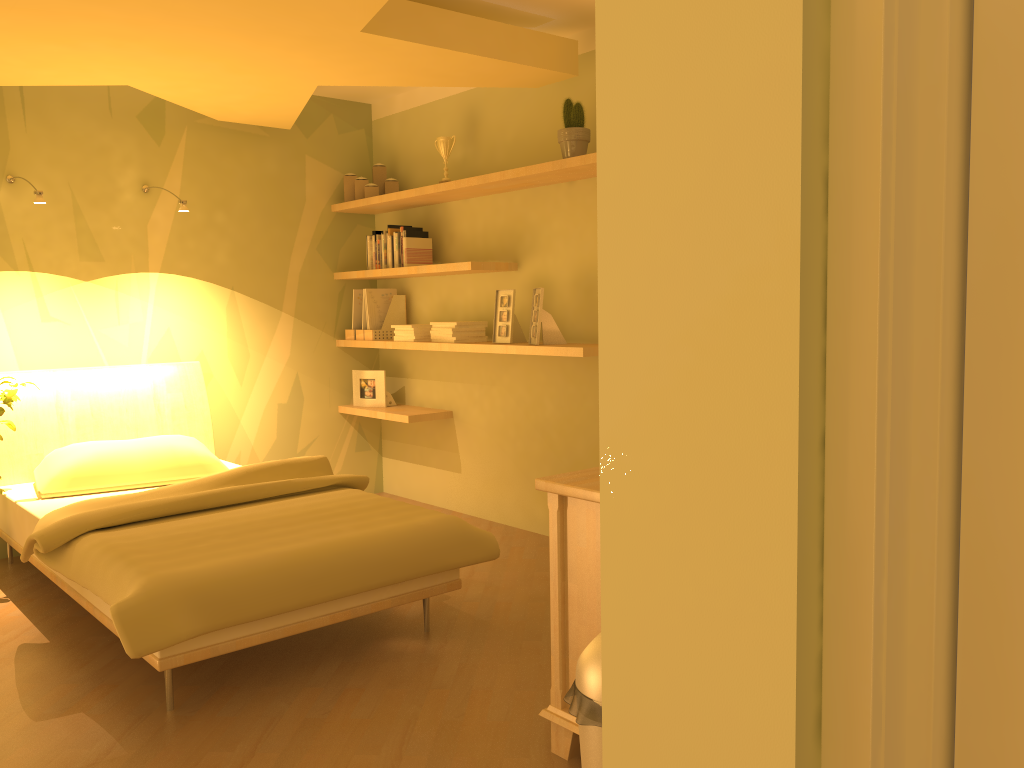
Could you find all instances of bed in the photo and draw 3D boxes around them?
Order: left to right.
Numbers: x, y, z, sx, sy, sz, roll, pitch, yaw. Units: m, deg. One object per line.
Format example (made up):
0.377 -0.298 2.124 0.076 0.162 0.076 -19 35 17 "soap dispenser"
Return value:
-1.303 0.422 3.561 1.286 0.894 2.378 -5 7 -41 "bed"

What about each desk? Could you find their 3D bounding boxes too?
0.809 0.566 2.472 1.396 0.720 0.684 -5 7 -40 "desk"

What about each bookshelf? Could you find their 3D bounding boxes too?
-0.098 -0.386 4.433 0.300 1.240 2.605 -5 7 -40 "bookshelf"

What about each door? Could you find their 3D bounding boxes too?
0.813 0.064 0.843 0.098 2.033 0.884 -5 7 -40 "door"

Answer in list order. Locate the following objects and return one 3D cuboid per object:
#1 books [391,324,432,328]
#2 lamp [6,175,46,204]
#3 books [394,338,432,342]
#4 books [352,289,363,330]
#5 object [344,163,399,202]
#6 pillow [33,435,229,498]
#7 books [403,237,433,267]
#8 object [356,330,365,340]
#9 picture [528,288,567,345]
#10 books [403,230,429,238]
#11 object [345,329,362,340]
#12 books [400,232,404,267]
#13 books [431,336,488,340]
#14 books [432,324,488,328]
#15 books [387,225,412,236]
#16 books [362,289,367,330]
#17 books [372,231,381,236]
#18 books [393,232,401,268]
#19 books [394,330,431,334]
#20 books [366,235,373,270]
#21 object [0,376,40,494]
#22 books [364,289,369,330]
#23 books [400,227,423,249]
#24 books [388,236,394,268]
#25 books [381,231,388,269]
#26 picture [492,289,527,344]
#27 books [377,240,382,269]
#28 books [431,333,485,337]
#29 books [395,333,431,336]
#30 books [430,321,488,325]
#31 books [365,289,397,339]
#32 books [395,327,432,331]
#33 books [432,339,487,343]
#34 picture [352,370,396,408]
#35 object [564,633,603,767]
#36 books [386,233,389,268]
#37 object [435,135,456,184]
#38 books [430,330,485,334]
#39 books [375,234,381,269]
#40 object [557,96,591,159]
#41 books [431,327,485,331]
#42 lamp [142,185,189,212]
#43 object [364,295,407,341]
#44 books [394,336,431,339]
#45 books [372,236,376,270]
-0.503 -0.321 4.902 0.270 0.015 0.190 -6 7 -43 "books"
-2.180 -0.877 3.971 0.050 0.178 0.533 -5 7 -40 "lamp"
-0.488 -0.247 4.907 0.270 0.015 0.190 -5 7 -41 "books"
-0.870 -0.418 5.321 0.048 0.297 0.214 4 7 44 "books"
-0.826 -1.175 5.182 0.234 0.229 0.349 -5 6 -39 "object"
-1.750 0.370 4.092 0.801 0.213 0.482 -4 6 -31 "pillow"
-0.519 -0.718 4.867 0.178 0.163 0.032 -5 7 -40 "books"
-0.802 -0.393 5.246 0.236 0.259 0.087 -5 7 -41 "object"
0.173 -0.317 4.140 0.171 0.264 0.134 -2 5 -14 "picture"
-0.532 -0.741 4.896 0.157 0.203 0.032 -5 7 -40 "books"
-0.884 -0.399 5.341 0.087 0.259 0.236 4 7 44 "object"
-0.549 -0.739 4.916 0.157 0.198 0.022 -5 7 -40 "books"
-0.279 -0.244 4.658 0.190 0.015 0.270 -4 6 -33 "books"
-0.276 -0.305 4.666 0.190 0.015 0.270 -4 6 -30 "books"
-0.632 -0.771 5.009 0.157 0.247 0.021 -5 7 -40 "books"
-0.788 -0.411 5.225 0.214 0.297 0.048 -5 7 -41 "books"
-0.748 -0.772 5.158 0.138 0.229 0.032 -5 7 -40 "books"
-0.591 -0.746 4.963 0.157 0.203 0.040 -5 7 -40 "books"
-0.486 -0.291 4.896 0.270 0.015 0.190 -5 7 -41 "books"
-0.778 -0.761 5.180 0.157 0.203 0.040 -5 7 -40 "books"
-2.384 0.414 3.585 0.372 0.944 0.828 3 7 42 "object"
-0.761 -0.409 5.190 0.210 0.296 0.036 -5 7 -40 "books"
-0.560 -0.757 4.941 0.138 0.229 0.032 -5 7 -40 "books"
-0.620 -0.737 4.986 0.173 0.184 0.032 -5 7 -40 "books"
-0.665 -0.758 5.043 0.166 0.217 0.038 -5 7 -40 "books"
0.008 -0.336 4.395 0.171 0.264 0.134 -5 7 -41 "picture"
-0.701 -0.739 5.094 0.157 0.172 0.021 -5 7 -40 "books"
-0.285 -0.258 4.650 0.190 0.015 0.270 -4 6 -28 "books"
-0.480 -0.276 4.900 0.270 0.015 0.190 -5 6 -40 "books"
-0.281 -0.319 4.652 0.190 0.015 0.270 -5 6 -35 "books"
-0.752 -0.409 5.187 0.210 0.296 0.043 -5 7 -40 "books"
-0.481 -0.307 4.900 0.270 0.015 0.190 -5 6 -39 "books"
-0.279 -0.229 4.659 0.190 0.015 0.270 -4 6 -30 "books"
-0.832 0.024 5.311 0.247 0.219 0.131 1 6 27 "picture"
0.234 0.731 1.747 0.248 0.535 0.255 -2 5 -6 "object"
-0.643 -0.750 5.026 0.155 0.203 0.017 -5 7 -40 "books"
-0.348 -1.159 4.661 0.160 0.268 0.095 1 5 20 "object"
-0.288 -0.274 4.654 0.190 0.015 0.270 -4 6 -30 "books"
-0.719 -0.756 5.112 0.157 0.203 0.032 -5 7 -40 "books"
0.271 -1.116 3.879 0.145 0.294 0.145 2 6 30 "object"
-0.283 -0.288 4.647 0.190 0.015 0.270 -4 6 -27 "books"
-1.712 -0.920 4.372 0.050 0.178 0.533 -5 7 -40 "lamp"
-0.739 -0.388 5.173 0.236 0.259 0.087 -5 7 -40 "object"
-0.488 -0.262 4.905 0.270 0.015 0.190 -6 7 -44 "books"
-0.737 -0.755 5.133 0.157 0.198 0.022 -5 7 -40 "books"
